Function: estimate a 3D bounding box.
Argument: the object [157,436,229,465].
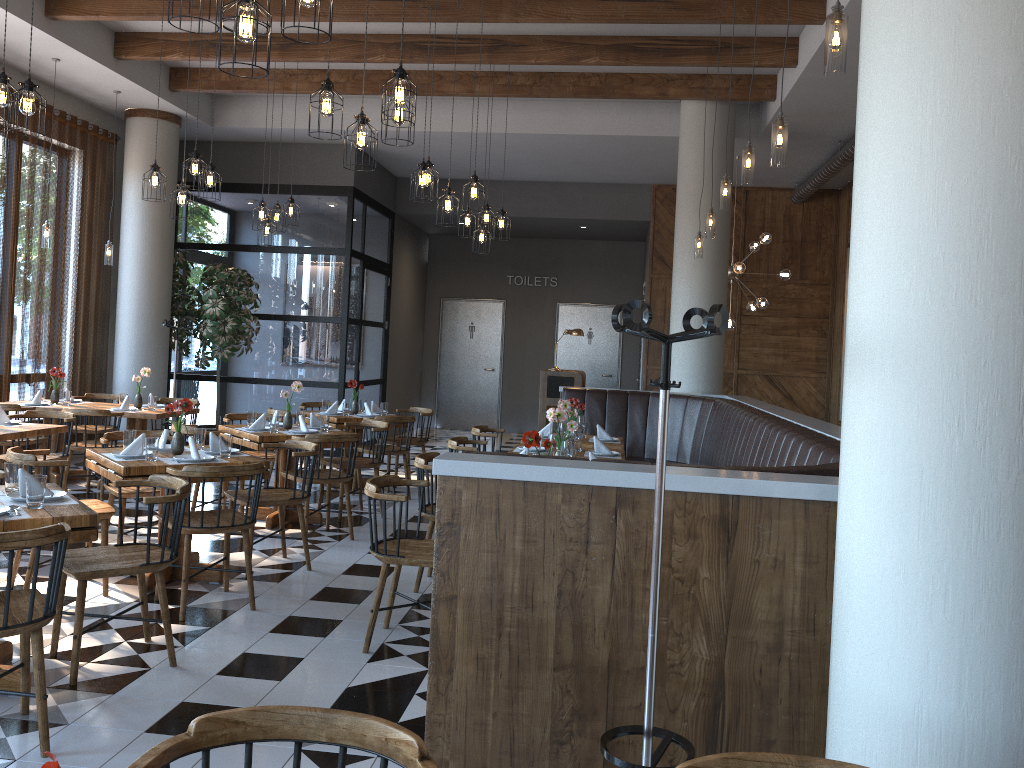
[{"bbox_3d":[-1.887,0.384,5.249,0.352,0.137,0.273,1,2,-38],"label":"object"}]

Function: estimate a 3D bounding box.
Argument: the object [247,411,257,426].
[{"bbox_3d":[-2.157,0.291,7.340,0.080,0.132,0.080,3,1,22],"label":"object"}]

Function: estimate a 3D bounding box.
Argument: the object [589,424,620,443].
[{"bbox_3d":[0.806,0.421,7.670,0.272,0.137,0.352,3,2,7],"label":"object"}]

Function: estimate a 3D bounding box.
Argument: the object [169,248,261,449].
[{"bbox_3d":[-3.934,-0.409,10.987,1.634,2.592,1.380,3,0,-9],"label":"object"}]

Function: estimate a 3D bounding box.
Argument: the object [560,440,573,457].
[{"bbox_3d":[0.325,0.451,5.330,0.081,0.215,0.081,3,0,-30],"label":"object"}]

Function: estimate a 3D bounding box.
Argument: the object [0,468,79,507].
[{"bbox_3d":[-2.254,0.422,3.836,0.581,0.137,0.578,1,3,-38],"label":"object"}]

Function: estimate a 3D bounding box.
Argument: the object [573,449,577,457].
[{"bbox_3d":[0.371,0.482,5.643,0.080,0.132,0.080,3,0,7],"label":"object"}]

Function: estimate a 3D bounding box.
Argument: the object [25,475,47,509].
[{"bbox_3d":[-1.965,0.446,3.655,0.080,0.132,0.080,3,1,-28],"label":"object"}]

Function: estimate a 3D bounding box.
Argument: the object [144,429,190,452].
[{"bbox_3d":[-2.226,0.351,5.666,0.352,0.137,0.273,1,2,-38],"label":"object"}]

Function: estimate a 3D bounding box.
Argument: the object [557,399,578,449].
[{"bbox_3d":[0.408,0.311,6.629,0.146,0.400,0.206,3,0,14],"label":"object"}]

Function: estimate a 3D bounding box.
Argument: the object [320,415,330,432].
[{"bbox_3d":[-1.540,0.323,7.281,0.080,0.132,0.080,3,1,22],"label":"object"}]

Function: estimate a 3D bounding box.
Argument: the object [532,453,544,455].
[{"bbox_3d":[0.131,0.470,4.612,0.081,0.215,0.081,3,0,15],"label":"object"}]

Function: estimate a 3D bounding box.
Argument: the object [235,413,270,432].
[{"bbox_3d":[-2.050,0.301,7.141,0.271,0.137,0.352,1,2,-38],"label":"object"}]

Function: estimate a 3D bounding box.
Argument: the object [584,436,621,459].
[{"bbox_3d":[0.678,0.458,6.579,0.272,0.137,0.352,3,2,7],"label":"object"}]

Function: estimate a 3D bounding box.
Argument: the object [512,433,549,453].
[{"bbox_3d":[0.158,0.430,6.649,0.272,0.137,0.352,3,2,7],"label":"object"}]

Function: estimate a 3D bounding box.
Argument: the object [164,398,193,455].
[{"bbox_3d":[-2.043,0.260,5.422,0.156,0.355,0.171,3,0,-28],"label":"object"}]

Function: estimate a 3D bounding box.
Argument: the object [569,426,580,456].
[{"bbox_3d":[0.454,0.414,6.424,0.081,0.215,0.081,3,0,38],"label":"object"}]

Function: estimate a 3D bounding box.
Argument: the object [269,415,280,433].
[{"bbox_3d":[-1.877,0.318,6.998,0.080,0.132,0.080,3,1,22],"label":"object"}]

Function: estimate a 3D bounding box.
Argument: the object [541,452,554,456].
[{"bbox_3d":[0.216,0.484,5.399,0.080,0.132,0.080,3,0,12],"label":"object"}]

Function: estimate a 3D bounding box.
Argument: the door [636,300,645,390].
[{"bbox_3d":[2.080,-0.153,14.508,0.114,2.394,1.206,3,0,7],"label":"door"}]

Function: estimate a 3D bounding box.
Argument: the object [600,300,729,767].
[{"bbox_3d":[0.382,0.612,2.385,0.374,1.658,0.375,3,0,-16],"label":"object"}]

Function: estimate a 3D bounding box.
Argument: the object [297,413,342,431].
[{"bbox_3d":[-1.636,0.308,7.476,0.271,0.137,0.352,1,2,-38],"label":"object"}]

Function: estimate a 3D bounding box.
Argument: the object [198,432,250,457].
[{"bbox_3d":[-1.850,0.371,5.625,0.271,0.137,0.352,1,2,-38],"label":"object"}]

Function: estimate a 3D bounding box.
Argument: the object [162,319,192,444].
[{"bbox_3d":[-3.888,0.093,10.193,0.375,1.658,0.374,3,0,29],"label":"object"}]

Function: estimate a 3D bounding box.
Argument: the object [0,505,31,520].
[{"bbox_3d":[-2.099,0.444,3.468,0.352,0.137,0.273,1,2,-38],"label":"object"}]

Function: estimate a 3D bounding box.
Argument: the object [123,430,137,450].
[{"bbox_3d":[-2.373,0.353,5.494,0.080,0.132,0.080,3,0,12],"label":"object"}]

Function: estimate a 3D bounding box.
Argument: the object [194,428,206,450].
[{"bbox_3d":[-2.033,0.359,5.765,0.080,0.132,0.080,3,0,12],"label":"object"}]

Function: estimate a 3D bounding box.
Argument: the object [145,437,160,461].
[{"bbox_3d":[-2.094,0.380,5.152,0.080,0.132,0.080,3,1,22],"label":"object"}]

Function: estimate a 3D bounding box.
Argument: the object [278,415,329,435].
[{"bbox_3d":[-1.673,0.321,7.100,0.352,0.137,0.273,1,2,-38],"label":"object"}]

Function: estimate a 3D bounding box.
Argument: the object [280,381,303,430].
[{"bbox_3d":[-1.818,0.175,7.296,0.146,0.400,0.206,3,0,18],"label":"object"}]

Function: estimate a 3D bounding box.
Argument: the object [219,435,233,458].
[{"bbox_3d":[-1.756,0.386,5.434,0.080,0.132,0.080,3,0,12],"label":"object"}]

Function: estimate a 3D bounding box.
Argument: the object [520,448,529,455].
[{"bbox_3d":[0.029,0.467,5.548,0.272,0.137,0.352,3,2,7],"label":"object"}]

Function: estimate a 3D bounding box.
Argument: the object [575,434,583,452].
[{"bbox_3d":[0.499,0.445,6.737,0.080,0.132,0.080,3,0,7],"label":"object"}]

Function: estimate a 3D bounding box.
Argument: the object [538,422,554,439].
[{"bbox_3d":[0.286,0.393,7.740,0.272,0.137,0.352,3,2,7],"label":"object"}]

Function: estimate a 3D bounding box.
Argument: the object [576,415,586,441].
[{"bbox_3d":[0.582,0.377,7.520,0.081,0.215,0.081,3,0,38],"label":"object"}]

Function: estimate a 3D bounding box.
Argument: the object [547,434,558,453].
[{"bbox_3d":[0.262,0.432,5.728,0.081,0.215,0.081,3,0,-30],"label":"object"}]

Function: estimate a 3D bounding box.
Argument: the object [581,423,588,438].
[{"bbox_3d":[0.627,0.408,7.834,0.080,0.132,0.080,3,0,7],"label":"object"}]

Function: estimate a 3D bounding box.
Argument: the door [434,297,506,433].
[{"bbox_3d":[-0.760,-0.353,16.034,1.207,2.394,0.114,3,0,7],"label":"door"}]

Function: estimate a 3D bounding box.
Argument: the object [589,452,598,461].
[{"bbox_3d":[0.549,0.495,5.478,0.272,0.137,0.352,3,2,7],"label":"object"}]

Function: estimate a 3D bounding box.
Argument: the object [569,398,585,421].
[{"bbox_3d":[0.553,0.297,7.720,0.156,0.355,0.171,3,0,0],"label":"object"}]

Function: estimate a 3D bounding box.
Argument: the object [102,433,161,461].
[{"bbox_3d":[-2.264,0.364,5.290,0.271,0.137,0.352,1,2,-38],"label":"object"}]

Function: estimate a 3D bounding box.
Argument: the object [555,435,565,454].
[{"bbox_3d":[0.347,0.446,6.518,0.080,0.132,0.080,3,0,-8],"label":"object"}]

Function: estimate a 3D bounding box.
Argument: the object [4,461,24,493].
[{"bbox_3d":[-2.242,0.419,3.986,0.080,0.132,0.080,3,1,-28],"label":"object"}]

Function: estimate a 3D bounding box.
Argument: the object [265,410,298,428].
[{"bbox_3d":[-2.012,0.288,7.517,0.352,0.137,0.273,1,2,-38],"label":"object"}]

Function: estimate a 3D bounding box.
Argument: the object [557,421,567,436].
[{"bbox_3d":[0.387,0.396,6.793,0.081,0.215,0.081,3,0,-2],"label":"object"}]

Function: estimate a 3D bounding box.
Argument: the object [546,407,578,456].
[{"bbox_3d":[0.307,0.349,5.535,0.206,0.400,0.146,3,0,9],"label":"object"}]

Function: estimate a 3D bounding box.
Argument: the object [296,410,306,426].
[{"bbox_3d":[-1.817,0.297,7.611,0.080,0.132,0.080,3,1,22],"label":"object"}]

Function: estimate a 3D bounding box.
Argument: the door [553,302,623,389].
[{"bbox_3d":[1.337,-0.240,15.787,1.207,2.394,0.114,3,0,7],"label":"door"}]

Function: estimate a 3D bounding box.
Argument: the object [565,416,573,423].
[{"bbox_3d":[0.515,0.359,7.890,0.081,0.215,0.081,3,0,-2],"label":"object"}]

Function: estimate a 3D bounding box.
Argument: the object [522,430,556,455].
[{"bbox_3d":[0.128,0.407,4.429,0.171,0.355,0.156,3,0,9],"label":"object"}]
